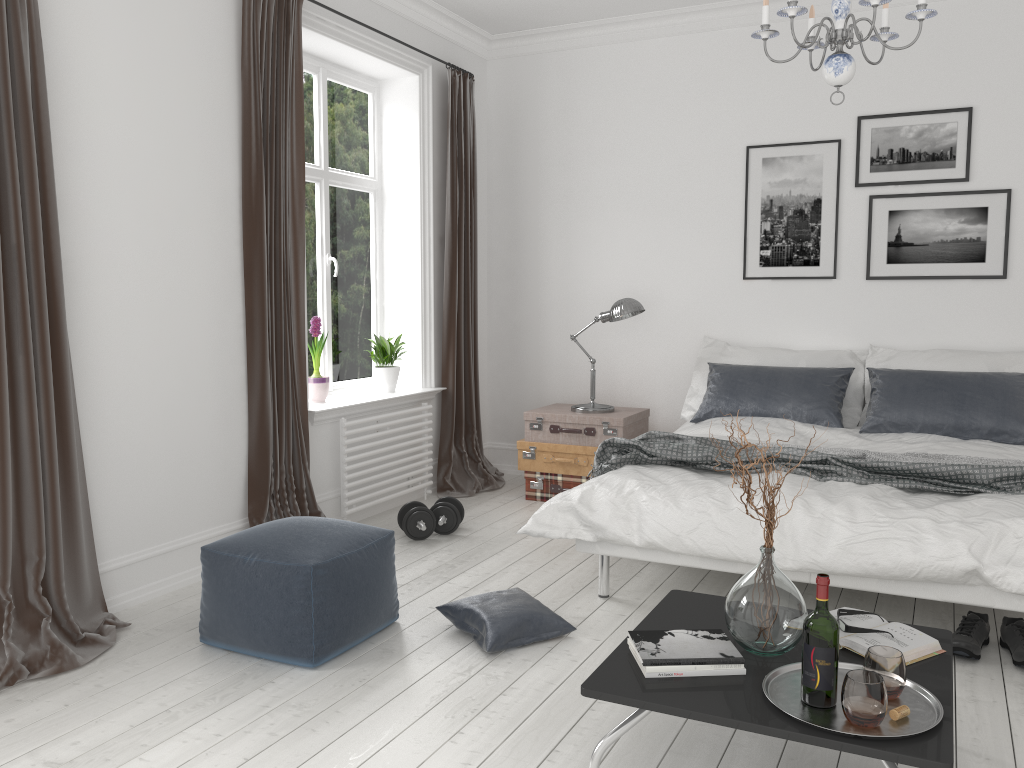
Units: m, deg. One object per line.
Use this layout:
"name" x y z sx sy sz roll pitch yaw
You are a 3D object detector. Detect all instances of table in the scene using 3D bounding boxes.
"table" 0.705 0.872 2.346 0.833 0.313 0.824 3 6 26

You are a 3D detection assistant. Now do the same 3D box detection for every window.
"window" -1.069 -0.884 5.169 0.120 1.956 1.112 3 6 26

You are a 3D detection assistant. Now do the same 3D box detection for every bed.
"bed" 1.538 0.389 4.174 2.217 0.926 2.473 3 6 26

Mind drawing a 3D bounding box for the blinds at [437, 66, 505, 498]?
"blinds" -0.238 -0.655 5.734 0.327 2.680 0.779 2 6 21

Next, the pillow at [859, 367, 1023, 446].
"pillow" 2.263 0.106 4.598 0.842 0.339 0.405 3 6 26

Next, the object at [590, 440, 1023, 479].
"object" 1.407 0.526 3.946 2.236 0.500 0.521 3 6 29

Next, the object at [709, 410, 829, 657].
"object" 0.635 0.382 2.328 0.291 0.666 0.313 -1 6 -11

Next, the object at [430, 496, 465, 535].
"object" -0.354 0.706 4.765 0.179 0.179 0.326 1 6 6

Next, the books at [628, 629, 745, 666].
"books" 0.448 0.684 2.308 0.257 0.012 0.207 0 6 -3

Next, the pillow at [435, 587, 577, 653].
"pillow" -0.027 0.866 3.324 0.391 0.121 0.381 -4 7 -33

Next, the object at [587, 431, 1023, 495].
"object" 1.262 0.455 3.595 2.154 0.377 0.536 3 6 28

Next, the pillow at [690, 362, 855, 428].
"pillow" 1.465 0.067 4.999 0.837 0.329 0.405 3 6 26

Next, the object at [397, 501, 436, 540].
"object" -0.500 0.717 4.655 0.179 0.179 0.326 -2 6 -19

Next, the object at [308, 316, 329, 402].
"object" -1.075 -0.138 4.888 0.129 0.476 0.129 -1 6 -14

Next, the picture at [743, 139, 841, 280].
"picture" 1.680 -1.038 5.344 0.545 0.810 0.015 3 6 26

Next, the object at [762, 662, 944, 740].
"object" 0.762 0.749 2.188 0.395 0.063 0.622 -1 6 -15

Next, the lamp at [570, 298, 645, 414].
"lamp" 0.580 -0.178 5.445 0.488 0.699 0.269 3 6 26

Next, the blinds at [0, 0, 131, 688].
"blinds" -1.618 -0.381 2.905 0.318 2.680 0.769 2 6 21

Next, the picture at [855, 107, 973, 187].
"picture" 2.268 -1.335 5.026 0.592 0.403 0.015 3 6 26

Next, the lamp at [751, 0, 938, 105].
"lamp" 1.109 -1.508 2.965 0.594 1.123 0.528 3 6 26

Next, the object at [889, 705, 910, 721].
"object" 0.870 0.738 1.990 0.046 0.024 0.024 -4 7 -34

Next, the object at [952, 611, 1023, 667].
"object" 1.700 0.892 3.110 0.322 0.127 0.300 3 6 26

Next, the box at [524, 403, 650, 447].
"box" 0.468 0.257 5.543 0.647 0.185 0.537 3 6 26

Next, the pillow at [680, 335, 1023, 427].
"pillow" 1.970 0.017 4.979 1.965 0.529 0.465 3 6 25

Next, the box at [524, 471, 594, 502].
"box" 0.473 0.622 5.581 0.647 0.185 0.537 3 6 26

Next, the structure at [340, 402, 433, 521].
"structure" -0.736 0.477 5.139 0.114 0.670 0.887 3 6 26

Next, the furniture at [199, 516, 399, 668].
"furniture" -0.784 0.723 3.308 0.646 0.423 0.646 3 6 27

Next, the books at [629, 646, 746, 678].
"books" 0.451 0.712 2.303 0.259 0.014 0.191 0 6 -4

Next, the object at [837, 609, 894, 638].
"object" 0.965 0.657 2.438 0.135 0.030 0.141 1 6 11

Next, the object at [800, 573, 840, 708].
"object" 0.716 0.590 2.057 0.081 0.303 0.081 5 8 43

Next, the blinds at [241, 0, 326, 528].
"blinds" -1.034 -0.505 4.195 0.294 2.681 0.582 4 7 33

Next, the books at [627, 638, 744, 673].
"books" 0.446 0.698 2.302 0.254 0.014 0.191 -1 6 -6

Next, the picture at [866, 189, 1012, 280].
"picture" 2.397 -0.836 5.011 0.720 0.486 0.015 3 6 26

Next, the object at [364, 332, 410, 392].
"object" -0.770 -0.138 5.424 0.284 0.369 0.215 0 6 4

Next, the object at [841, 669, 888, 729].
"object" 0.780 0.699 1.964 0.095 0.106 0.095 4 7 37

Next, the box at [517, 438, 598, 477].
"box" 0.426 0.437 5.581 0.647 0.185 0.537 3 6 26

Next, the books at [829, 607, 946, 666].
"books" 0.969 0.687 2.443 0.231 0.040 0.342 -3 7 -32

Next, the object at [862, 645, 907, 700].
"object" 0.882 0.685 2.102 0.095 0.106 0.095 4 7 37
